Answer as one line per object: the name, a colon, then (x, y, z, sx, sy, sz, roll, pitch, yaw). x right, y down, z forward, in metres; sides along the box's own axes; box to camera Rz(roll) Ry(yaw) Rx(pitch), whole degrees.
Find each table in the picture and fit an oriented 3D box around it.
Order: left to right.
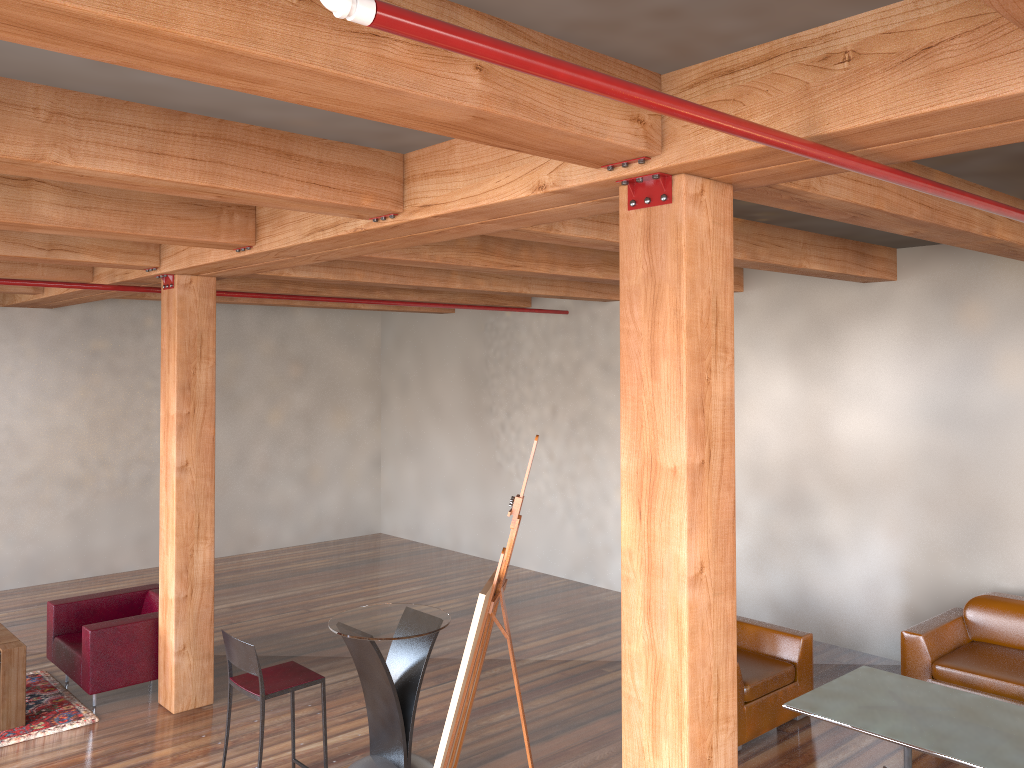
table: (-4.222, 2.046, 5.712, 1.750, 0.550, 0.900, -1, 1, -42)
table: (-0.726, 1.868, 5.274, 0.721, 0.925, 0.721, 0, 0, -17)
table: (2.467, 2.051, 4.500, 0.939, 0.561, 1.870, -1, 1, -42)

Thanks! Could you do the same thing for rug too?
rug: (-4.192, 2.317, 5.742, 2.462, 0.009, 1.343, -1, 2, -42)

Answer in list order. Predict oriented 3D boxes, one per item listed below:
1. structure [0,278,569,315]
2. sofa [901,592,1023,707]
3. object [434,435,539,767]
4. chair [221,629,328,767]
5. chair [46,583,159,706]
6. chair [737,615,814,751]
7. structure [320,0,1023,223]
structure: (-1.696, -0.801, 8.042, 6.807, 0.112, 0.051, -1, 0, -42)
sofa: (3.866, 1.938, 5.628, 0.951, 0.736, 2.412, 0, 1, -42)
object: (-0.125, 1.284, 3.718, 0.685, 2.143, 0.701, 0, -1, 8)
chair: (-1.310, 1.842, 4.868, 0.466, 0.983, 0.429, 1, -1, -42)
chair: (-2.966, 1.995, 6.821, 0.865, 0.593, 1.070, 0, 1, -42)
chair: (1.436, 1.933, 6.120, 1.064, 0.736, 0.830, 0, 0, -42)
structure: (2.204, -0.719, 3.721, 6.807, 0.112, 0.051, -1, 0, -42)
